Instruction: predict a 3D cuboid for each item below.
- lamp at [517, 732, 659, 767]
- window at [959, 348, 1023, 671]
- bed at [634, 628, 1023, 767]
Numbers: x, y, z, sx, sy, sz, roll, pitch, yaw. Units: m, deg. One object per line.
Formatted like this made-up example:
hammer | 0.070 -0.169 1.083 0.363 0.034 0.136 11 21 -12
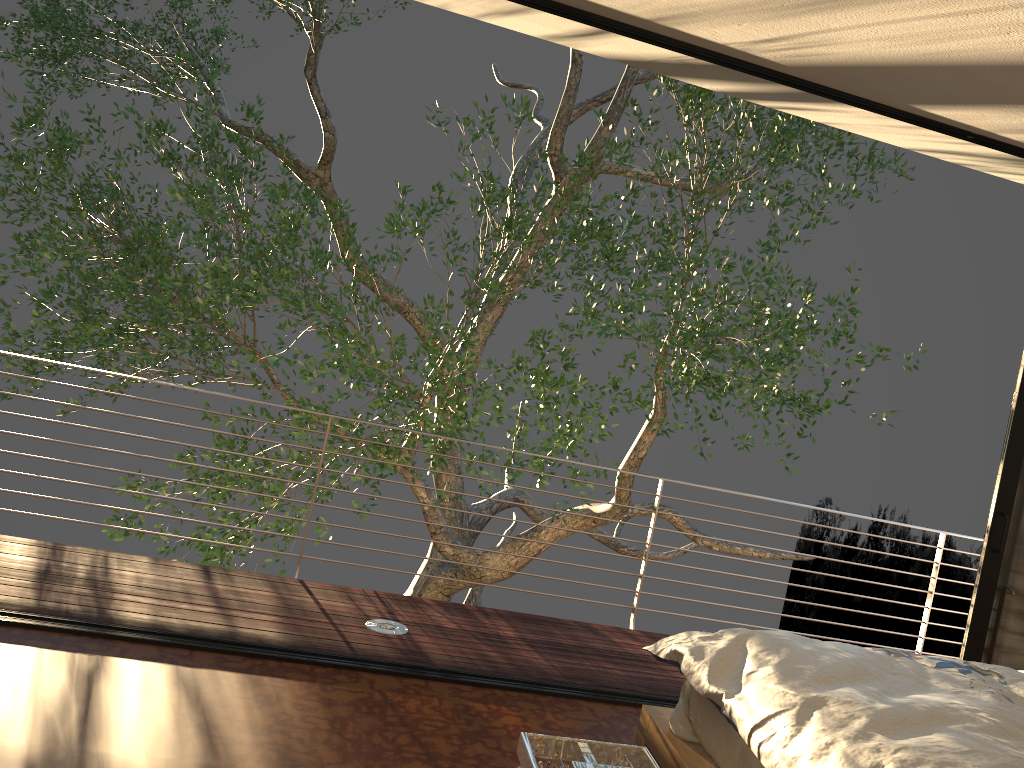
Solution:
lamp | -0.012 0.675 0.687 0.165 0.730 0.257 12 0 -10
window | 1.690 0.272 0.273 10.464 2.513 6.745 12 1 -12
bed | 1.417 1.100 1.816 1.853 0.712 2.126 12 1 -11
